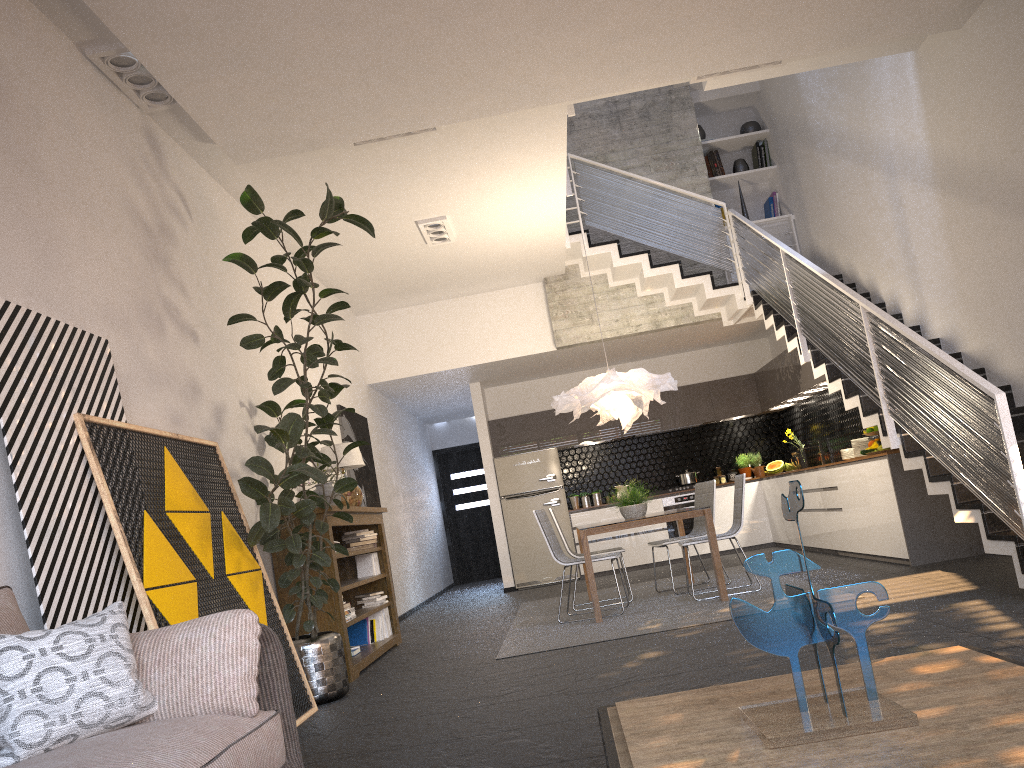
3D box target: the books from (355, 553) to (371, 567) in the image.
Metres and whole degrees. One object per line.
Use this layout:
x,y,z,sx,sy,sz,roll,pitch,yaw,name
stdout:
-1.243,1.533,7.472,0.136,0.187,0.018,-10,-6,2,books

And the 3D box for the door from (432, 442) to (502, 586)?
-0.610,2.158,14.883,1.108,2.302,0.161,-10,-6,2,door

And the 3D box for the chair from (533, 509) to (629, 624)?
0.564,1.425,7.173,0.603,0.914,0.477,-11,-7,12,chair

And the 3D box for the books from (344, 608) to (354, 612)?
-1.250,1.601,6.170,0.219,0.007,0.306,-11,-9,6,books

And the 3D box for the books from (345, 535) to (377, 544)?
-1.290,1.330,7.572,0.179,0.029,0.227,-1,-13,-45,books

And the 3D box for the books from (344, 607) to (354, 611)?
-1.250,1.593,6.172,0.219,0.013,0.306,-11,-9,6,books

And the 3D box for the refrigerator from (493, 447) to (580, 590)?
0.330,1.757,11.558,0.829,1.701,0.774,-10,-6,2,refrigerator

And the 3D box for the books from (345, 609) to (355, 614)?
-1.244,1.608,6.168,0.219,0.007,0.306,-11,-9,5,books

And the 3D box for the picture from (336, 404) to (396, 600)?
-1.485,1.278,9.114,0.033,2.016,1.240,-10,-7,2,picture

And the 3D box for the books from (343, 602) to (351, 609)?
-1.308,1.630,6.442,0.225,0.029,0.180,-11,-9,5,books

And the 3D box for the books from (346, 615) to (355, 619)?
-1.235,1.641,6.156,0.219,0.013,0.306,-11,-9,6,books

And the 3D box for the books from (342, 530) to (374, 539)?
-1.318,1.286,7.556,0.174,0.023,0.245,-2,-12,-42,books

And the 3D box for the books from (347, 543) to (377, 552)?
-1.270,1.385,7.502,0.230,0.034,0.288,-9,-9,-6,books

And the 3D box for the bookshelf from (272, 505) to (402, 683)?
-1.277,1.559,6.794,0.451,1.165,1.931,-10,-8,2,bookshelf

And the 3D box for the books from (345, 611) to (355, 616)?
-1.242,1.621,6.164,0.219,0.008,0.290,-11,-9,6,books

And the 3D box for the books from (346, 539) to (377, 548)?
-0.117,-1.910,9.683,0.363,6.669,5.386,-15,-9,42,books

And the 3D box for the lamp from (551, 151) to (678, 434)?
0.481,-2.110,7.884,1.120,5.182,1.065,-11,-6,13,lamp

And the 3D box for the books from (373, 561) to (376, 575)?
-1.224,1.547,7.490,0.120,0.158,0.016,-10,-6,2,books

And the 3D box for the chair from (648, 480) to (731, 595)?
1.550,1.363,7.867,0.600,0.914,0.479,-8,-7,-12,chair

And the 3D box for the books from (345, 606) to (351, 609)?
-1.314,1.657,6.436,0.243,0.023,0.176,-11,-9,9,books

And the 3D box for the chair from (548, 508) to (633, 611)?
0.698,1.517,7.901,0.602,0.914,0.478,-10,-7,2,chair

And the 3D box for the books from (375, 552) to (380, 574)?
-1.219,1.554,7.628,0.136,0.187,0.018,-10,-6,2,books

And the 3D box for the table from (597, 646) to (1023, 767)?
0.745,0.868,1.904,1.049,0.305,1.122,-10,-9,2,table

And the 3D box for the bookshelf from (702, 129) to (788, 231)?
2.627,-2.318,10.518,0.973,1.100,0.445,-10,-6,2,bookshelf

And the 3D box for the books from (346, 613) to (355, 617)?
-1.244,1.631,6.158,0.219,0.008,0.290,-11,-9,8,books

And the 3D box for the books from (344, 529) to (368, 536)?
-1.330,1.265,7.558,0.205,0.022,0.156,-8,-9,-13,books

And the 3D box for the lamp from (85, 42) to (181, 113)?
-2.003,-1.657,4.767,0.253,0.066,0.649,-10,-9,2,lamp

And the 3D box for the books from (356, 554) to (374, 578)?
-1.229,1.524,7.415,0.135,0.181,0.078,-10,-6,2,books

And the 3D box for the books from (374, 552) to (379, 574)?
-1.221,1.545,7.573,0.135,0.188,0.015,-10,-6,2,books

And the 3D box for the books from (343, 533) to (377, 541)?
-1.302,1.308,7.572,0.245,0.019,0.175,-14,-10,27,books

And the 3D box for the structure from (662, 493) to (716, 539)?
2.261,1.728,11.495,0.588,0.585,0.587,-10,-7,2,structure

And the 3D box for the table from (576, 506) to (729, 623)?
1.110,1.489,7.525,0.997,0.710,1.811,-10,-8,2,table

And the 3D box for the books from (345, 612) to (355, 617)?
-1.244,1.627,6.167,0.219,0.006,0.306,-11,-9,6,books

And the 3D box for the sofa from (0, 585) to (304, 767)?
-1.185,0.839,1.550,0.994,0.914,2.335,-10,-8,2,sofa

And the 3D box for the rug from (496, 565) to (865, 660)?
1.166,1.831,7.473,2.371,0.006,3.709,-10,-9,2,rug

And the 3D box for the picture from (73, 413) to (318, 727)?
-1.457,0.981,4.323,0.386,1.595,1.506,-10,-7,2,picture

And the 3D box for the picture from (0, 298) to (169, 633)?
-1.668,0.686,3.595,0.208,2.007,0.963,-10,-6,2,picture

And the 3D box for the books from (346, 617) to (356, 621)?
-1.233,1.656,6.154,0.219,0.007,0.306,-11,-9,6,books

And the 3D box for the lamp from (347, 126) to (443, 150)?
-0.794,-1.695,5.863,0.645,0.066,0.255,-10,-9,2,lamp

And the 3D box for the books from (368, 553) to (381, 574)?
-1.216,1.557,7.652,0.135,0.188,0.031,-10,-6,2,books

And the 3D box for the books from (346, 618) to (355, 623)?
-1.232,1.663,6.155,0.218,0.008,0.306,-10,-9,1,books

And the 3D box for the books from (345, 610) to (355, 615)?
-1.241,1.614,6.167,0.219,0.007,0.306,-11,-9,5,books

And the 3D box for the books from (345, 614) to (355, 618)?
-1.242,1.637,6.158,0.219,0.008,0.290,-11,-9,8,books

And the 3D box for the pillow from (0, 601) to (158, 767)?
-1.094,0.630,1.526,0.618,0.341,1.905,-10,-9,2,pillow

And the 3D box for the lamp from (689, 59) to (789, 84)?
1.489,-2.108,5.772,0.645,0.066,0.255,-10,-9,2,lamp

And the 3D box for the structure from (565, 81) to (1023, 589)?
0.979,-2.150,8.868,4.235,8.260,8.511,-10,-7,2,structure

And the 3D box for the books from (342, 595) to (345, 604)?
-1.334,1.584,6.442,0.217,0.069,0.158,-12,-9,12,books

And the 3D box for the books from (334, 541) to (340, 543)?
-1.423,1.146,6.243,0.324,0.108,0.273,-16,-11,36,books

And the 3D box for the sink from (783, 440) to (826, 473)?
3.398,0.906,10.305,0.490,0.446,0.728,-10,-8,2,sink

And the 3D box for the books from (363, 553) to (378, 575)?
-1.218,1.534,7.508,0.136,0.187,0.018,-10,-6,2,books

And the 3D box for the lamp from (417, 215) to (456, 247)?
-0.675,-1.383,7.961,0.253,0.066,0.649,-10,-9,2,lamp

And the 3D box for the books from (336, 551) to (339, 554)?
-1.371,1.230,6.400,0.180,0.034,0.244,-11,-9,5,books

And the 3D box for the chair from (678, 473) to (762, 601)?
1.647,1.227,7.117,0.602,0.914,0.477,-11,-7,5,chair
